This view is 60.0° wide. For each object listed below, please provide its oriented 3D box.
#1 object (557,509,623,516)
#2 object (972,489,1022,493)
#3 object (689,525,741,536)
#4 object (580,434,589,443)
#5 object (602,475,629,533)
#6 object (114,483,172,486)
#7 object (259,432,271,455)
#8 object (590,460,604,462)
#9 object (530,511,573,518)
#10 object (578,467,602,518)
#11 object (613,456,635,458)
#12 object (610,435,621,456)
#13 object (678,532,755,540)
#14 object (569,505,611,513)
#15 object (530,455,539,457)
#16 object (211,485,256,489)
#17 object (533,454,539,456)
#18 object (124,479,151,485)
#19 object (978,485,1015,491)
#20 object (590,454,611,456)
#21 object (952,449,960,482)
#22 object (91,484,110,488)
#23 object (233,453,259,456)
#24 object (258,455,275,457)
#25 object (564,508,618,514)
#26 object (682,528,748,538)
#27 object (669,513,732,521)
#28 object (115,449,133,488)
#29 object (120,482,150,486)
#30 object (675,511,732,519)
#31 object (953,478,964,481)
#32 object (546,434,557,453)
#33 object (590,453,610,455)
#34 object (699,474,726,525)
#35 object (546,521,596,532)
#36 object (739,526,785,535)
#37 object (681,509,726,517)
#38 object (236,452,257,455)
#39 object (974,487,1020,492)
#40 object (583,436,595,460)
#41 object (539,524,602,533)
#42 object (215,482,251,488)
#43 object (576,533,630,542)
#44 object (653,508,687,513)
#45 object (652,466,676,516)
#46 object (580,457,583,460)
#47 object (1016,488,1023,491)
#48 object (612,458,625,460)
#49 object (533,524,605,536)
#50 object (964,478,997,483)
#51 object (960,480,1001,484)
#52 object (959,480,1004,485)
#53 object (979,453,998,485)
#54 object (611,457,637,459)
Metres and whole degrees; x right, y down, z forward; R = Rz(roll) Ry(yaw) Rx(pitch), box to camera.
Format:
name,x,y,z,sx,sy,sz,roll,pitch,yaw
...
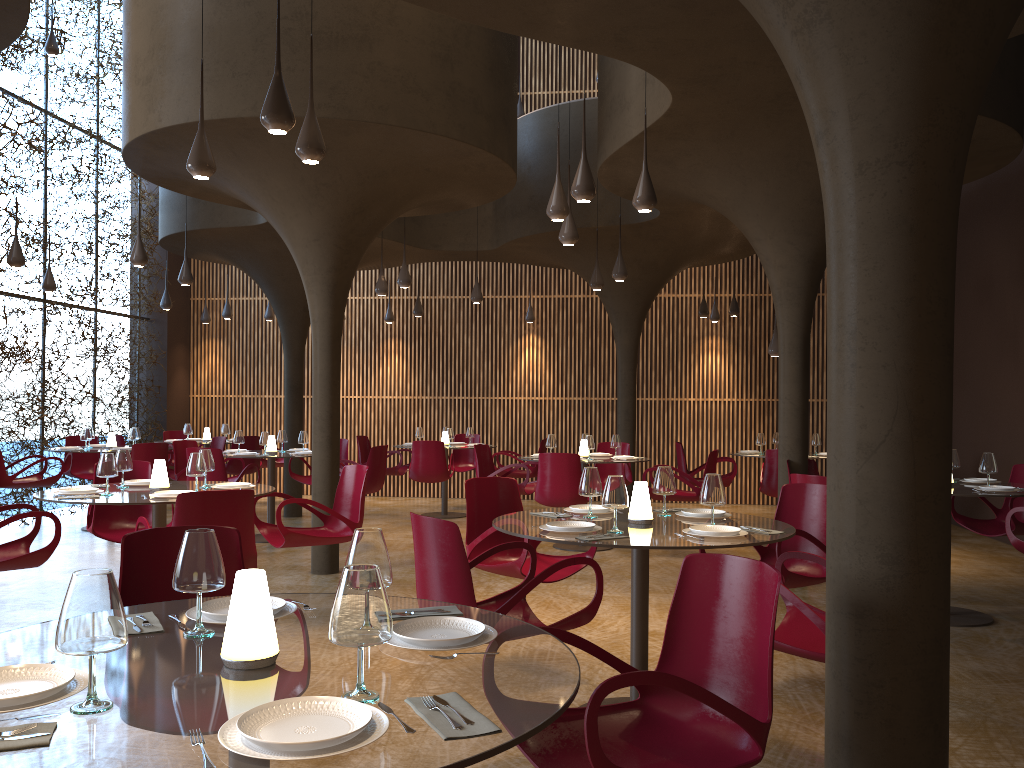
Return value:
name,x,y,z,sx,sy,sz,roll,pitch,yaw
object,0.489,0.785,5.485,0.411,0.012,0.204,2,-2,-41
object,3.898,0.853,7.131,0.411,0.012,0.204,1,-2,-34
object,1.045,0.757,4.564,0.263,0.029,0.263,0,-2,29
object,0.956,0.797,11.569,0.142,0.295,0.142,0,0,40
object,0.540,0.627,4.634,0.142,0.295,0.142,0,0,2
object,-2.941,0.795,7.067,0.411,0.012,0.204,1,-2,-32
object,-3.143,0.757,11.284,0.142,0.295,0.142,0,0,-1
object,0.999,0.918,10.567,0.126,0.017,0.262,0,-1,22
object,0.233,0.785,5.316,0.126,0.017,0.262,1,-2,-37
object,0.464,0.641,5.250,0.142,0.295,0.142,1,0,-27
object,1.395,0.915,11.043,0.263,0.029,0.263,0,-1,15
object,1.317,0.793,11.262,0.142,0.295,0.142,1,0,-18
object,1.042,0.768,4.561,0.411,0.012,0.204,1,-2,-37
object,0.486,0.774,5.482,0.263,0.029,0.263,-1,-2,44
object,0.400,0.925,11.367,0.332,0.014,0.332,0,-2,34
object,-2.153,0.795,6.849,0.332,0.014,0.332,0,-2,30
object,0.400,0.915,11.367,0.263,0.029,0.263,0,-1,14
object,-2.945,0.784,7.064,0.263,0.029,0.263,1,-1,-22
object,3.902,0.842,7.134,0.263,0.029,0.263,1,-1,-7
object,1.157,0.938,11.684,0.332,0.014,0.332,1,-1,-11
object,3.958,0.735,7.981,0.142,0.295,0.142,0,0,20
object,-3.220,0.796,6.937,0.126,0.017,0.262,1,-2,-28
object,-3.355,0.890,11.185,0.332,0.014,0.332,0,-1,0
object,-3.082,0.896,11.053,0.126,0.017,0.262,0,-1,22
object,0.486,0.784,5.482,0.332,0.014,0.332,0,-1,15
object,1.045,0.767,4.564,0.332,0.014,0.332,0,-2,32
object,1.150,0.787,5.306,0.204,0.012,0.411,1,-2,-32
object,-3.001,0.651,6.838,0.142,0.295,0.142,1,0,-41
object,-2.945,0.794,7.064,0.332,0.014,0.332,0,-1,23
object,1.147,0.785,5.309,0.332,0.014,0.332,0,-1,11
object,4.072,0.886,8.191,0.262,0.017,0.126,1,-1,-24
object,0.495,0.783,11.154,0.142,0.295,0.142,1,0,-45
object,1.158,0.929,11.683,0.263,0.029,0.263,0,-1,9
object,1.086,0.636,4.794,0.142,0.295,0.142,0,0,34
object,0.310,0.754,4.680,0.263,0.029,0.263,-1,-2,43
object,1.309,0.780,4.712,0.126,0.017,0.262,1,-2,-33
object,1.147,0.776,5.309,0.263,0.029,0.263,0,-1,5
object,-3.354,0.880,11.185,0.263,0.029,0.263,0,-1,16
object,3.902,0.852,7.134,0.332,0.014,0.332,1,-1,-10
object,0.938,0.778,10.798,0.142,0.295,0.142,0,0,-1
object,0.310,0.763,4.680,0.332,0.014,0.332,0,-1,4
object,-2.153,0.786,6.849,0.263,0.029,0.263,1,-2,-37
object,0.450,0.765,4.412,0.262,0.017,0.126,1,-2,-31
object,1.025,0.798,5.586,0.262,0.017,0.126,1,-2,-27
object,0.923,0.648,5.370,0.142,0.295,0.142,0,0,39
object,0.727,0.902,10.699,0.263,0.029,0.263,0,-2,26
object,4.173,0.864,7.267,0.126,0.017,0.262,1,-2,-30
object,1.394,0.926,11.038,0.204,0.012,0.411,0,-1,23
object,0.307,0.765,4.684,0.204,0.012,0.411,1,-2,-35
object,4.178,0.863,7.907,0.263,0.029,0.263,1,-2,-33
object,4.178,0.872,7.907,0.332,0.014,0.332,0,-2,25
object,4.180,0.874,7.903,0.204,0.012,0.411,1,-2,-28
object,3.955,0.721,7.361,0.142,0.295,0.142,0,0,-8
object,1.395,0.925,11.043,0.332,0.014,0.332,-1,-2,41
